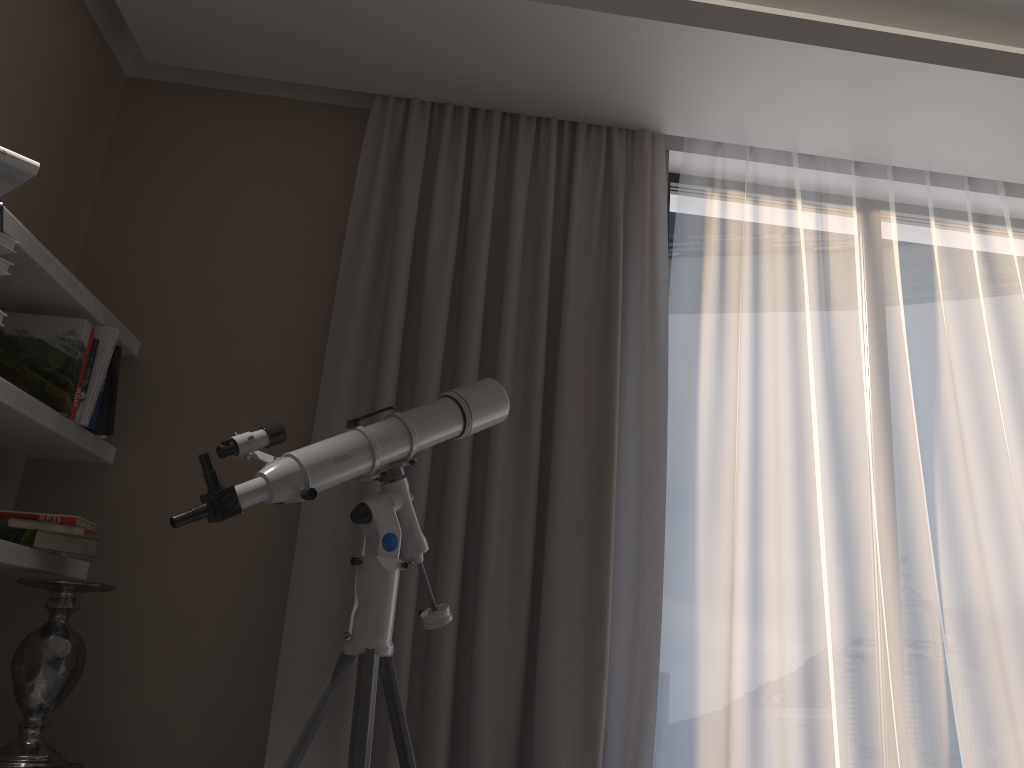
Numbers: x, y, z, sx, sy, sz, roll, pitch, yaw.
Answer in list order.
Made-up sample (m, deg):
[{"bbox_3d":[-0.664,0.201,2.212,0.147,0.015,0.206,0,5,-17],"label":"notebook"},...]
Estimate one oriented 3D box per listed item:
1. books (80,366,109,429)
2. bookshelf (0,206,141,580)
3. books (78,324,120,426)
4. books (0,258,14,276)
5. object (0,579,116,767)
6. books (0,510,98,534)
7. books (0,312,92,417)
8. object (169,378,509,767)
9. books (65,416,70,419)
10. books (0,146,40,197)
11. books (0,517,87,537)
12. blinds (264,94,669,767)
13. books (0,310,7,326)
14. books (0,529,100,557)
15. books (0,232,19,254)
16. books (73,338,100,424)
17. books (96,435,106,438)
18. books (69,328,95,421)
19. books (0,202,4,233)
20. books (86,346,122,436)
[{"bbox_3d":[-1.183,-0.014,2.347,0.187,0.261,0.025,7,-18,-7],"label":"books"},{"bbox_3d":[-1.148,-0.225,0.316,0.233,1.209,4.456,6,-18,-2],"label":"bookshelf"},{"bbox_3d":[-1.183,-0.037,2.329,0.221,0.289,0.021,7,-18,-7],"label":"books"},{"bbox_3d":[-1.130,-0.265,1.593,0.217,0.027,0.320,-3,-18,19],"label":"books"},{"bbox_3d":[-1.125,0.722,2.118,0.219,0.484,0.218,3,-18,4],"label":"object"},{"bbox_3d":[-1.219,0.349,2.241,0.255,0.024,0.171,6,-18,-10],"label":"books"},{"bbox_3d":[-1.196,-0.051,2.217,0.197,0.251,0.042,7,-18,-7],"label":"books"},{"bbox_3d":[-0.334,0.571,1.755,0.624,1.413,0.587,6,-18,-4],"label":"object"},{"bbox_3d":[-1.197,-0.041,2.250,0.180,0.252,0.023,7,-18,-7],"label":"books"},{"bbox_3d":[-1.089,-0.445,1.673,0.194,0.027,0.284,-11,-22,38],"label":"books"},{"bbox_3d":[-1.221,0.371,2.234,0.236,0.024,0.184,-14,-24,43],"label":"books"},{"bbox_3d":[-0.052,0.175,2.498,1.064,2.655,0.351,7,-18,-6],"label":"blinds"},{"bbox_3d":[-1.115,-0.182,1.600,0.226,0.027,0.307,5,-17,-5],"label":"books"},{"bbox_3d":[-1.221,0.402,2.225,0.240,0.043,0.198,-3,-18,18],"label":"books"},{"bbox_3d":[-1.112,-0.311,1.614,0.203,0.023,0.296,-2,-18,15],"label":"books"},{"bbox_3d":[-1.195,-0.017,2.295,0.175,0.230,0.024,7,-18,-7],"label":"books"},{"bbox_3d":[-1.203,0.028,2.427,0.175,0.223,0.097,6,-18,-6],"label":"books"},{"bbox_3d":[-1.199,-0.034,2.273,0.180,0.252,0.023,7,-18,-7],"label":"books"},{"bbox_3d":[-1.110,-0.332,1.631,0.289,0.027,0.184,13,-20,-29],"label":"books"},{"bbox_3d":[-1.165,0.012,2.400,0.171,0.247,0.086,6,-18,-6],"label":"books"}]
